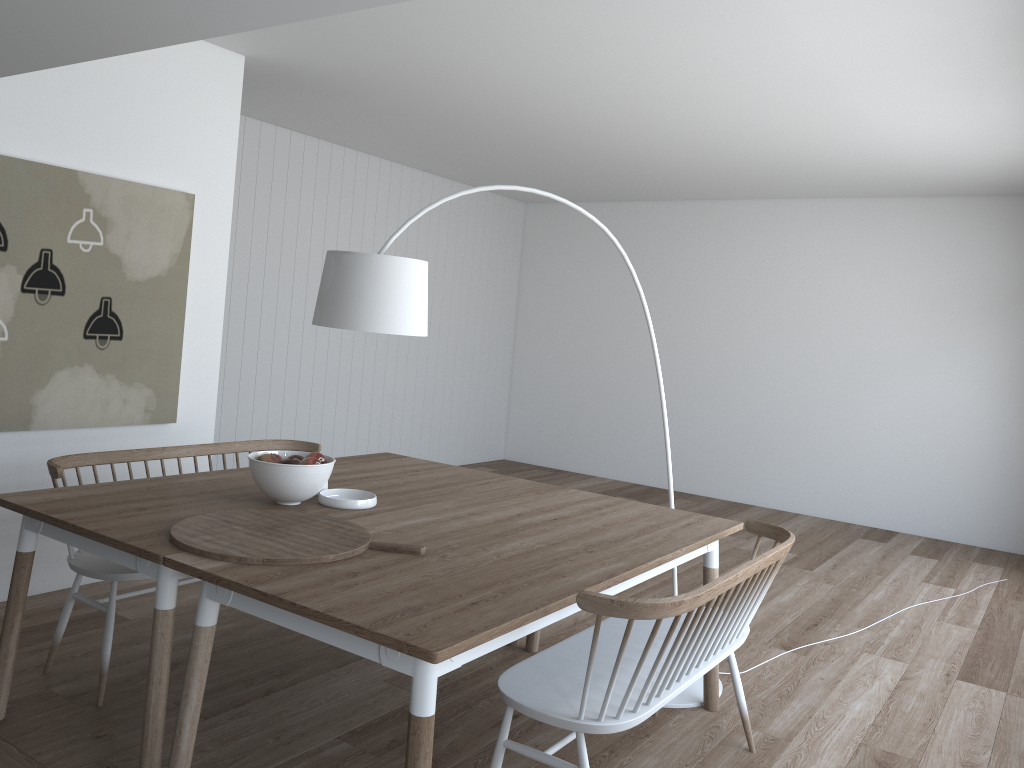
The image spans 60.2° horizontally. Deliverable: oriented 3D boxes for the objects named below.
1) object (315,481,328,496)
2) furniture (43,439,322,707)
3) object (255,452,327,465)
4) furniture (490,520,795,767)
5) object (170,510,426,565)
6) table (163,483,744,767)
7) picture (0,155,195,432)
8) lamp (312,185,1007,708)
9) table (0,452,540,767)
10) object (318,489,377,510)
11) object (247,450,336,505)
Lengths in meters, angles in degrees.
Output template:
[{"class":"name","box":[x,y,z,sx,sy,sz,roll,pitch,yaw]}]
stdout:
[{"class":"object","box":[-0.745,0.383,3.385,0.086,0.079,0.081,6,3,34]},{"class":"furniture","box":[-1.286,0.702,3.740,0.560,0.810,1.324,6,3,33]},{"class":"object","box":[-0.799,0.326,3.199,0.250,0.167,0.238,4,3,-6]},{"class":"furniture","box":[0.450,0.904,2.778,0.560,0.810,1.324,6,3,33]},{"class":"object","box":[-0.695,0.459,2.709,0.658,0.023,0.614,2,4,-34]},{"class":"table","box":[-0.043,0.883,2.965,0.962,0.749,1.987,6,4,33]},{"class":"picture","box":[-2.102,-0.397,4.182,0.061,1.218,1.262,5,2,33]},{"class":"lamp","box":[1.533,0.284,4.436,5.082,2.023,0.895,3,2,-30]},{"class":"table","box":[-0.834,0.784,3.507,0.962,0.749,1.987,6,4,33]},{"class":"object","box":[-0.606,0.424,3.259,0.218,0.035,0.212,5,4,13]},{"class":"object","box":[-0.803,0.347,3.196,0.323,0.164,0.306,6,3,31]}]
